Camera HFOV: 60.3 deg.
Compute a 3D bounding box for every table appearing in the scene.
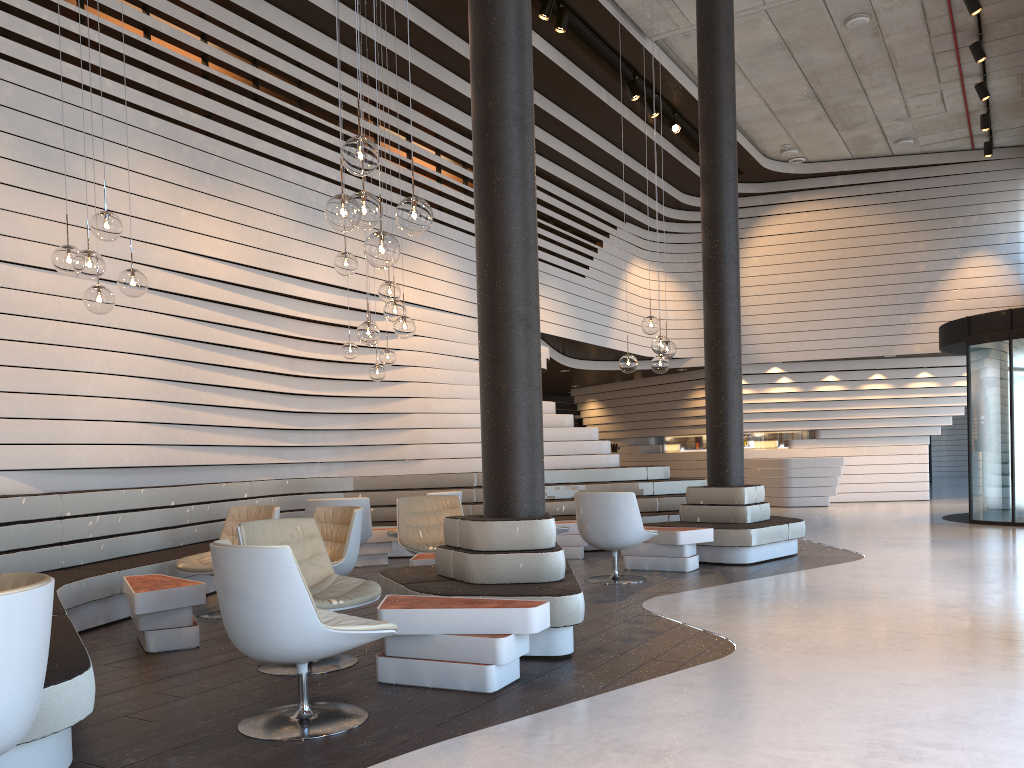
[{"bbox_3d":[0.447,1.653,9.309,0.906,0.371,0.414,-2,-2,3],"label":"table"},{"bbox_3d":[-0.299,1.247,4.254,0.911,0.371,0.412,-3,-3,23],"label":"table"},{"bbox_3d":[1.368,1.530,8.175,0.912,0.371,0.411,-4,-3,33],"label":"table"},{"bbox_3d":[-1.620,1.698,9.127,0.901,0.371,0.416,0,-3,-22],"label":"table"},{"bbox_3d":[-0.369,1.443,6.550,0.901,0.371,0.416,0,-3,-22],"label":"table"},{"bbox_3d":[-2.137,1.401,5.434,0.411,0.370,0.913,-1,-4,-27],"label":"table"}]

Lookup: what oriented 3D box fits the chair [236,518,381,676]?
[{"bbox_3d":[-1.090,1.110,4.698,0.715,0.767,0.652,-3,-2,33],"label":"chair"}]

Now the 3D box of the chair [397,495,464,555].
[{"bbox_3d":[-0.628,1.319,7.327,0.653,0.767,0.714,-1,-2,-20],"label":"chair"}]

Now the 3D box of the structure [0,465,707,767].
[{"bbox_3d":[-2.730,1.148,5.529,5.809,0.927,18.136,-4,-5,26],"label":"structure"}]

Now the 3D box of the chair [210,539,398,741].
[{"bbox_3d":[-0.868,1.016,3.664,0.705,0.767,0.662,0,-2,-42],"label":"chair"}]

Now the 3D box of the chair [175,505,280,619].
[{"bbox_3d":[-2.041,1.284,6.422,0.661,0.767,0.706,-3,-2,37],"label":"chair"}]

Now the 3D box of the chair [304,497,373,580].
[{"bbox_3d":[-1.577,1.399,7.947,0.654,0.767,0.714,-1,-2,-16],"label":"chair"}]

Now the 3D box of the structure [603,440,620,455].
[{"bbox_3d":[2.243,1.541,20.602,0.017,0.470,0.807,-3,-2,-34],"label":"structure"}]

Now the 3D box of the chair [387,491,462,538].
[{"bbox_3d":[-0.834,1.437,8.647,0.715,0.767,0.653,-3,-2,30],"label":"chair"}]

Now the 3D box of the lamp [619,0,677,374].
[{"bbox_3d":[2.675,-2.002,13.281,9.096,4.615,41.716,-4,-5,30],"label":"lamp"}]

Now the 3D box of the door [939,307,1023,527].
[{"bbox_3d":[7.710,0.505,12.185,3.227,2.854,3.232,-3,-3,37],"label":"door"}]

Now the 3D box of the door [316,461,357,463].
[{"bbox_3d":[-2.392,1.142,12.482,0.977,2.108,0.161,-2,1,30],"label":"door"}]

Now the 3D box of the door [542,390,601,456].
[{"bbox_3d":[1.399,1.516,21.754,1.784,2.704,0.079,-2,1,35],"label":"door"}]

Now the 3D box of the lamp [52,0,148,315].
[{"bbox_3d":[-2.361,-2.735,4.942,0.295,4.680,0.540,-1,1,25],"label":"lamp"}]

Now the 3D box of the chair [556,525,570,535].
[{"bbox_3d":[0.161,1.394,8.490,0.705,0.767,0.662,0,-2,-44],"label":"chair"}]

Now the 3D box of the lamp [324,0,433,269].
[{"bbox_3d":[-0.678,-2.870,3.926,0.546,4.680,0.292,-1,1,16],"label":"lamp"}]

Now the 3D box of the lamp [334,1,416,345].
[{"bbox_3d":[-1.050,-2.663,6.351,0.311,4.747,0.657,-1,2,39],"label":"lamp"}]

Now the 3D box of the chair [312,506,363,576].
[{"bbox_3d":[-1.349,1.221,5.917,0.705,0.767,0.662,0,-2,-40],"label":"chair"}]

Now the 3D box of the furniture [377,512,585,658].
[{"bbox_3d":[-0.244,1.170,5.421,1.275,0.722,1.776,-2,-4,1],"label":"furniture"}]

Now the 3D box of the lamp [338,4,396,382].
[{"bbox_3d":[-1.450,-2.386,8.508,0.531,4.720,0.333,-2,1,-8],"label":"lamp"}]

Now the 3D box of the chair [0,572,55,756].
[{"bbox_3d":[-1.613,0.928,2.371,0.707,0.767,0.660,-1,-1,-22],"label":"chair"}]

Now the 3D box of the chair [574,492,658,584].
[{"bbox_3d":[0.878,1.294,7.552,0.661,0.767,0.706,-2,-2,31],"label":"chair"}]

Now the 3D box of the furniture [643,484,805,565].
[{"bbox_3d":[2.263,1.387,8.859,1.762,0.722,1.284,0,-4,-24],"label":"furniture"}]
